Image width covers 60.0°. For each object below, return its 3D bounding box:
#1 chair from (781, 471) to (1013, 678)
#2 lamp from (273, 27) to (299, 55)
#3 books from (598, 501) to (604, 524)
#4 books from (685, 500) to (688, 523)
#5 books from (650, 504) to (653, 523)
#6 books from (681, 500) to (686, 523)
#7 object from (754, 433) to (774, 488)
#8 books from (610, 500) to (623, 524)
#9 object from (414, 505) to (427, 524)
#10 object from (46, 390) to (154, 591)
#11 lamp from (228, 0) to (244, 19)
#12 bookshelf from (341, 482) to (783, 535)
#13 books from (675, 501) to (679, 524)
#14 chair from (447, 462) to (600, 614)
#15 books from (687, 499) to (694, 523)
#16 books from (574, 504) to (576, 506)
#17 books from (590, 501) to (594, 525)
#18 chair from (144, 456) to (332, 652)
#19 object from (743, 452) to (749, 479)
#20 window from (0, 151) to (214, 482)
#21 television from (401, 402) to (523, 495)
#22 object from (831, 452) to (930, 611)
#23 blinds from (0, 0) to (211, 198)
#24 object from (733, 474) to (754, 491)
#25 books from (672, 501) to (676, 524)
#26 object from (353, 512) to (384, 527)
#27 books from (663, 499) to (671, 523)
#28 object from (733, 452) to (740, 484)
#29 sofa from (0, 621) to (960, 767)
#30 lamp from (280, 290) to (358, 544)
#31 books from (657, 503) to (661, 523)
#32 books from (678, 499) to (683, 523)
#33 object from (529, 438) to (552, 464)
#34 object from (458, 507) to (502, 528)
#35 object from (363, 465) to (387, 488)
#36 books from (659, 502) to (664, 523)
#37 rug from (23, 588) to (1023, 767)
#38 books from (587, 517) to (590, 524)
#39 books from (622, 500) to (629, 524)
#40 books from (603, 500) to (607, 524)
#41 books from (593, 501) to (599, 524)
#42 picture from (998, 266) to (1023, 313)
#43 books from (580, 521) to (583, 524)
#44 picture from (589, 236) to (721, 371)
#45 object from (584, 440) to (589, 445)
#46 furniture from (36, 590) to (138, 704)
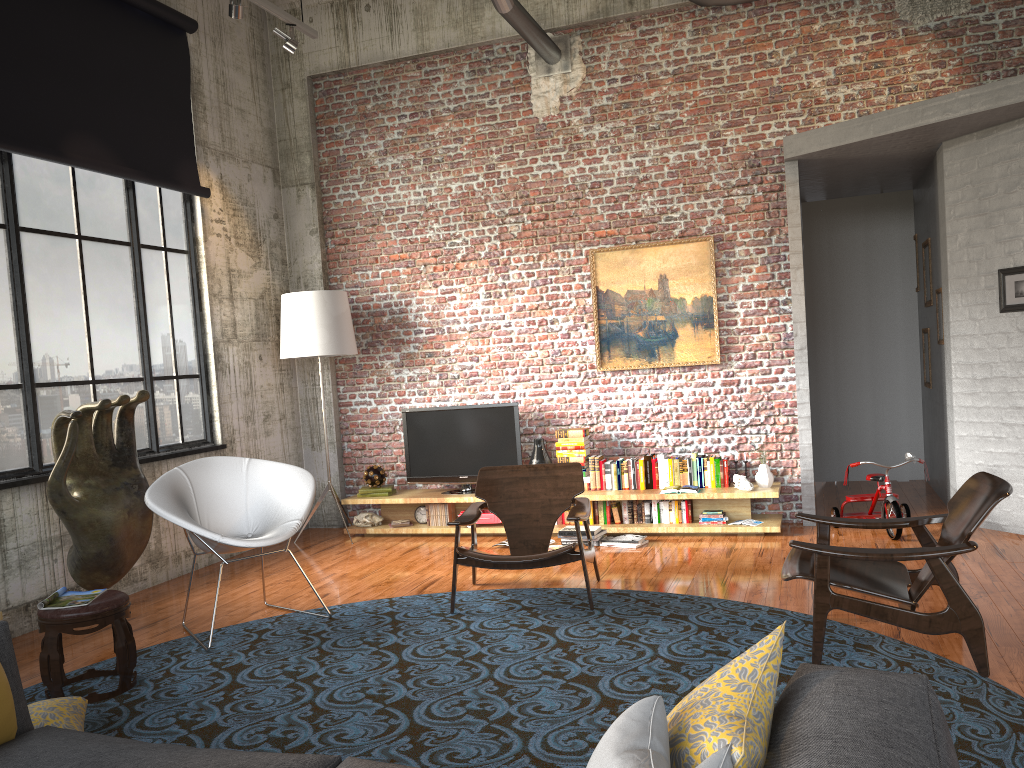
[{"bbox_3d":[1.858,0.877,4.333,1.044,0.794,0.873,-3,2,20],"label":"chair"},{"bbox_3d":[-1.770,-2.720,7.017,0.225,0.215,0.102,-5,3,-30],"label":"lamp"},{"bbox_3d":[0.776,1.084,7.558,0.039,0.208,0.151,-3,3,19],"label":"books"},{"bbox_3d":[1.456,1.050,7.342,0.019,0.189,0.120,-3,3,19],"label":"books"},{"bbox_3d":[1.180,1.077,7.439,0.020,0.169,0.121,-3,3,19],"label":"books"},{"bbox_3d":[1.434,1.055,7.356,0.034,0.181,0.131,-3,3,19],"label":"books"},{"bbox_3d":[2.032,0.614,7.155,0.197,0.446,0.233,-4,3,6],"label":"object"},{"bbox_3d":[0.888,1.055,7.524,0.088,0.256,0.152,-3,3,19],"label":"books"},{"bbox_3d":[-0.814,1.201,8.138,0.169,0.172,0.068,-3,3,20],"label":"object"},{"bbox_3d":[-2.635,0.707,5.636,0.456,1.298,0.726,-2,3,31],"label":"object"},{"bbox_3d":[-1.962,-2.694,6.294,0.102,0.251,0.165,-5,3,-26],"label":"lamp"},{"bbox_3d":[0.351,1.116,7.769,3.846,0.359,0.547,-3,2,19],"label":"bookshelf"},{"bbox_3d":[1.380,1.054,7.366,0.026,0.191,0.138,-3,3,19],"label":"books"},{"bbox_3d":[0.085,0.966,5.667,0.875,0.794,1.041,-4,2,9],"label":"chair"},{"bbox_3d":[1.477,1.047,7.332,0.026,0.191,0.138,-3,3,19],"label":"books"},{"bbox_3d":[0.568,1.092,7.636,0.022,0.217,0.138,-3,3,19],"label":"books"},{"bbox_3d":[0.694,1.083,7.587,0.030,0.220,0.158,-3,3,19],"label":"books"},{"bbox_3d":[-1.665,0.972,5.430,1.056,1.032,0.806,-5,3,-32],"label":"chair"},{"bbox_3d":[1.951,0.701,7.392,0.057,0.273,0.057,-5,3,-21],"label":"object"},{"bbox_3d":[-3.085,-1.088,6.324,0.050,3.441,2.574,-3,3,19],"label":"window"},{"bbox_3d":[-0.446,0.589,8.024,1.090,0.794,0.285,-4,3,6],"label":"television"},{"bbox_3d":[6.452,0.717,1.416,20.842,0.658,8.752,-3,2,19],"label":"object"},{"bbox_3d":[-2.999,-2.219,6.198,0.150,1.466,2.438,-3,2,19],"label":"blinds"},{"bbox_3d":[1.859,0.795,7.114,0.123,0.123,0.251,-5,2,-26],"label":"object"},{"bbox_3d":[1.357,1.055,7.377,0.026,0.191,0.138,-3,3,19],"label":"books"},{"bbox_3d":[-1.323,1.252,8.212,0.274,0.133,0.182,-3,2,28],"label":"object"},{"bbox_3d":[1.298,1.061,7.395,0.043,0.186,0.129,-3,3,19],"label":"books"},{"bbox_3d":[1.881,0.705,7.430,0.057,0.273,0.057,-5,3,-21],"label":"object"},{"bbox_3d":[-0.661,1.092,1.752,3.005,0.862,1.359,-3,2,21],"label":"sofa"},{"bbox_3d":[-1.701,0.305,8.054,0.707,2.247,0.692,-1,4,41],"label":"lamp"},{"bbox_3d":[1.238,1.073,7.420,0.020,0.169,0.121,-3,3,19],"label":"books"},{"bbox_3d":[1.404,1.052,7.360,0.026,0.191,0.138,-3,3,19],"label":"books"},{"bbox_3d":[0.254,0.713,7.859,0.267,0.456,0.268,-6,4,-40],"label":"object"},{"bbox_3d":[-0.166,1.159,7.818,0.600,0.174,0.243,-4,2,10],"label":"object"},{"bbox_3d":[-1.278,0.861,8.272,0.215,0.208,0.216,-4,2,8],"label":"object"},{"bbox_3d":[1.267,1.065,7.424,0.034,0.181,0.131,-3,3,19],"label":"books"},{"bbox_3d":[-0.335,1.448,3.500,4.840,0.009,4.844,-5,2,-25],"label":"rug"},{"bbox_3d":[0.672,1.084,7.616,0.030,0.220,0.158,-3,3,19],"label":"books"},{"bbox_3d":[0.974,1.066,7.517,0.049,0.215,0.149,-3,3,19],"label":"books"},{"bbox_3d":[0.810,1.076,7.552,0.030,0.220,0.158,-3,3,19],"label":"books"},{"bbox_3d":[0.739,1.077,7.592,0.052,0.226,0.156,-3,3,19],"label":"books"},{"bbox_3d":[3.608,-0.672,6.230,0.015,0.317,0.426,-5,2,-21],"label":"picture"},{"bbox_3d":[0.610,1.101,7.617,0.023,0.194,0.139,-3,3,19],"label":"books"},{"bbox_3d":[1.217,-0.672,7.609,1.065,1.066,0.040,-3,3,19],"label":"picture"},{"bbox_3d":[0.527,0.515,7.729,0.249,0.032,0.178,-3,2,19],"label":"object"},{"bbox_3d":[-2.134,1.308,4.462,0.431,0.478,0.432,-5,3,-26],"label":"furniture"}]
